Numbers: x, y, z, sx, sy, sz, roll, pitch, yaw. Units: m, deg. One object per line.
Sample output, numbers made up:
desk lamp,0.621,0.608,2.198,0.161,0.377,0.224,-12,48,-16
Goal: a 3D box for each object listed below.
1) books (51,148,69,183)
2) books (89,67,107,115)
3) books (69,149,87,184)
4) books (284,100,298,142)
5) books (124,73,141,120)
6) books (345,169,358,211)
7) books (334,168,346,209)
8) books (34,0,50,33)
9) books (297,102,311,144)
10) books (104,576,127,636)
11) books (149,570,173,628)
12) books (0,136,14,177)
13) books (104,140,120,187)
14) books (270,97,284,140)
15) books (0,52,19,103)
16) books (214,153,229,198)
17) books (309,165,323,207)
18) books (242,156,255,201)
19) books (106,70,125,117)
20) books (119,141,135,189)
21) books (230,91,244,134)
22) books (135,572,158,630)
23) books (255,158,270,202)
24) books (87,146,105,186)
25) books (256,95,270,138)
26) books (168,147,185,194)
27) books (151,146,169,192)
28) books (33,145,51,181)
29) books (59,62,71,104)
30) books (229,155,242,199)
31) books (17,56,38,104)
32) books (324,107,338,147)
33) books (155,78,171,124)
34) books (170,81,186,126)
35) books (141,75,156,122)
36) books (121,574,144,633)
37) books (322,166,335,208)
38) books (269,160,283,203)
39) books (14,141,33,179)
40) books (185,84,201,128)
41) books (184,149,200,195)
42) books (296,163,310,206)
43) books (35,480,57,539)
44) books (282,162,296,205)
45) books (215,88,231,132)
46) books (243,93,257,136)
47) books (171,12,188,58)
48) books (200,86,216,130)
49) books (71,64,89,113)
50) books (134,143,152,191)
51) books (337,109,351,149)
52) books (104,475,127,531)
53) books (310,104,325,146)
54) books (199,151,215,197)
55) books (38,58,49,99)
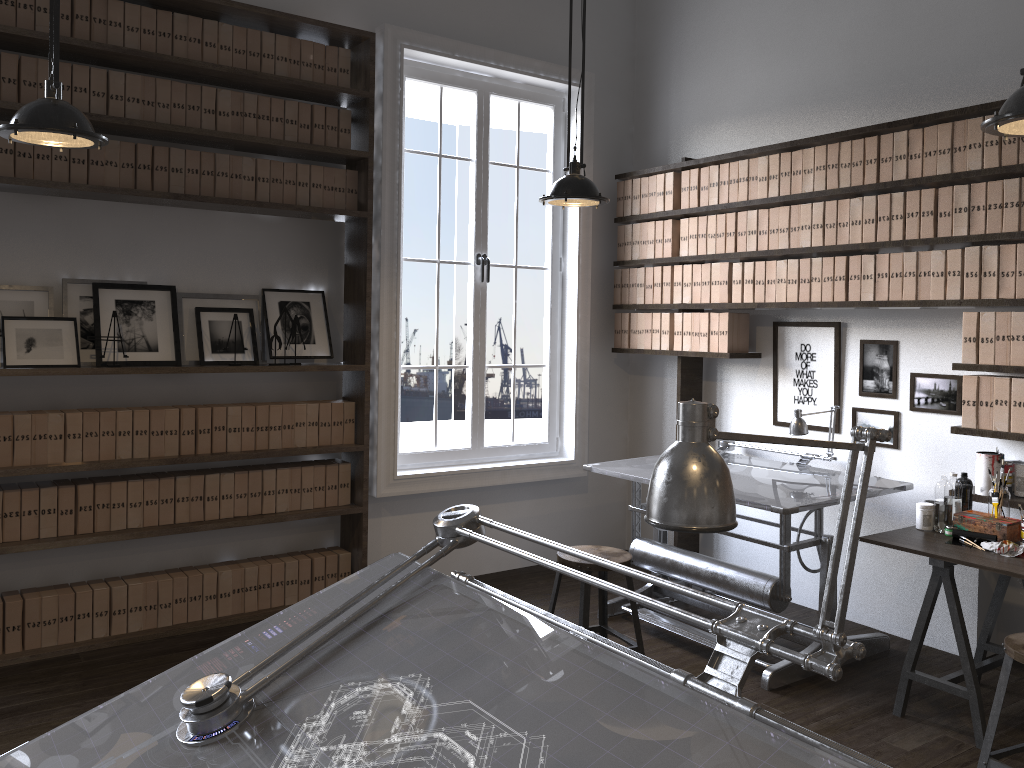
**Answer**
books,-2.028,-0.992,3.953,0.066,0.225,0.174,0,2,-35
books,-1.900,-1.307,4.034,0.066,0.225,0.174,0,2,-35
books,-1.967,-0.993,3.991,0.066,0.225,0.175,0,2,-35
books,-1.165,-1.327,4.550,0.066,0.225,0.174,0,2,-35
books,-1.780,-1.310,4.119,0.066,0.225,0.175,0,2,-35
books,-0.894,-1.024,4.752,0.066,0.225,0.175,0,2,-35
books,-0.951,-1.022,4.711,0.066,0.225,0.175,0,2,-35
books,-2.073,-1.620,3.903,0.066,0.225,0.174,0,2,-35
books,-1.110,-1.329,4.594,0.066,0.225,0.175,0,2,-35
books,-1.849,1.033,4.127,0.067,0.225,0.175,0,2,-35
books,-1.683,1.028,4.243,0.067,0.225,0.175,0,2,-35
books,-2.198,-0.987,3.830,0.067,0.225,0.175,0,2,-35
books,-1.858,-0.997,4.073,0.066,0.225,0.175,0,2,-35
books,-1.225,-1.326,4.512,0.066,0.225,0.174,0,2,-35
books,-2.183,-1.299,3.833,0.067,0.225,0.175,0,2,-35
books,-1.451,-1.008,4.354,0.067,0.225,0.175,0,2,-35
books,-1.055,-1.019,4.633,0.066,0.225,0.175,0,2,-35
books,-1.347,-1.011,4.431,0.066,0.225,0.175,0,2,-35
books,-1.838,-1.308,4.076,0.067,0.225,0.175,0,2,-35
books,-1.806,-0.998,4.113,0.066,0.225,0.175,0,2,-35
books,-1.393,-1.321,4.393,0.066,0.225,0.175,0,2,-35
books,-1.740,1.029,4.208,0.066,0.225,0.175,0,2,-35
books,-1.286,-1.013,4.471,0.067,0.225,0.175,0,2,-35
books,-1.908,-0.995,4.033,0.067,0.225,0.175,0,2,-35
books,-1.283,-1.324,4.471,0.066,0.225,0.175,0,2,-35
books,-1.623,-1.003,4.235,0.066,0.225,0.174,0,2,-35
books,-1.684,-1.002,4.198,0.066,0.225,0.175,0,2,-35
books,-2.087,-0.990,3.916,0.066,0.225,0.174,0,2,-35
books,-2.017,-1.303,3.948,0.067,0.225,0.175,0,2,-35
books,-1.399,-1.010,4.397,0.066,0.225,0.175,0,2,-35
books,-2.126,-1.301,3.880,0.066,0.225,0.175,0,2,-35
books,-0.988,-1.333,4.680,0.066,0.225,0.175,0,2,-35
books,-1.672,-1.313,4.191,0.067,0.225,0.175,0,2,-35
books,-1.619,-1.315,4.237,0.066,0.225,0.174,0,2,-35
books,-1.730,-1.312,4.156,0.066,0.225,0.175,0,2,-35
books,-1.791,1.031,4.171,0.066,0.225,0.175,0,2,-35
books,-1.000,-1.020,4.671,0.067,0.225,0.175,0,2,-35
books,-1.231,-1.014,4.515,0.066,0.225,0.175,0,2,-35
books,-2.143,-0.989,3.874,0.066,0.225,0.175,0,2,-35
books,-1.561,-1.316,4.275,0.066,0.225,0.175,0,2,-35
books,-1.568,-1.005,4.280,0.066,0.225,0.174,0,2,-35
books,-1.116,-1.017,4.594,0.066,0.225,0.174,0,2,-35
books,-2.081,0.558,3.953,0.066,0.225,0.174,0,2,-35
books,-1.175,-1.016,4.557,0.066,0.225,0.174,0,2,-35
books,-1.443,-1.320,4.356,0.066,0.225,0.175,0,2,-35
books,-1.335,-1.322,4.428,0.067,0.225,0.175,0,2,-35
books,-1.606,-1.633,4.235,0.066,0.225,0.175,0,2,-35
books,-1.501,-1.318,4.313,0.067,0.225,0.175,0,2,-35
books,-1.958,-1.305,3.990,0.066,0.225,0.175,0,2,-35
books,-1.742,-1.000,4.151,0.067,0.225,0.175,0,2,-35
books,-0.924,-1.334,4.722,0.066,0.225,0.175,0,2,-35
books,-1.846,0.552,4.116,0.066,0.225,0.175,0,2,-35
books,-1.045,-1.331,4.633,0.067,0.225,0.175,0,2,-35
books,-1.510,-1.007,4.320,0.066,0.225,0.175,0,2,-35
books,-2.071,-1.302,3.916,0.066,0.225,0.175,0,2,-35
